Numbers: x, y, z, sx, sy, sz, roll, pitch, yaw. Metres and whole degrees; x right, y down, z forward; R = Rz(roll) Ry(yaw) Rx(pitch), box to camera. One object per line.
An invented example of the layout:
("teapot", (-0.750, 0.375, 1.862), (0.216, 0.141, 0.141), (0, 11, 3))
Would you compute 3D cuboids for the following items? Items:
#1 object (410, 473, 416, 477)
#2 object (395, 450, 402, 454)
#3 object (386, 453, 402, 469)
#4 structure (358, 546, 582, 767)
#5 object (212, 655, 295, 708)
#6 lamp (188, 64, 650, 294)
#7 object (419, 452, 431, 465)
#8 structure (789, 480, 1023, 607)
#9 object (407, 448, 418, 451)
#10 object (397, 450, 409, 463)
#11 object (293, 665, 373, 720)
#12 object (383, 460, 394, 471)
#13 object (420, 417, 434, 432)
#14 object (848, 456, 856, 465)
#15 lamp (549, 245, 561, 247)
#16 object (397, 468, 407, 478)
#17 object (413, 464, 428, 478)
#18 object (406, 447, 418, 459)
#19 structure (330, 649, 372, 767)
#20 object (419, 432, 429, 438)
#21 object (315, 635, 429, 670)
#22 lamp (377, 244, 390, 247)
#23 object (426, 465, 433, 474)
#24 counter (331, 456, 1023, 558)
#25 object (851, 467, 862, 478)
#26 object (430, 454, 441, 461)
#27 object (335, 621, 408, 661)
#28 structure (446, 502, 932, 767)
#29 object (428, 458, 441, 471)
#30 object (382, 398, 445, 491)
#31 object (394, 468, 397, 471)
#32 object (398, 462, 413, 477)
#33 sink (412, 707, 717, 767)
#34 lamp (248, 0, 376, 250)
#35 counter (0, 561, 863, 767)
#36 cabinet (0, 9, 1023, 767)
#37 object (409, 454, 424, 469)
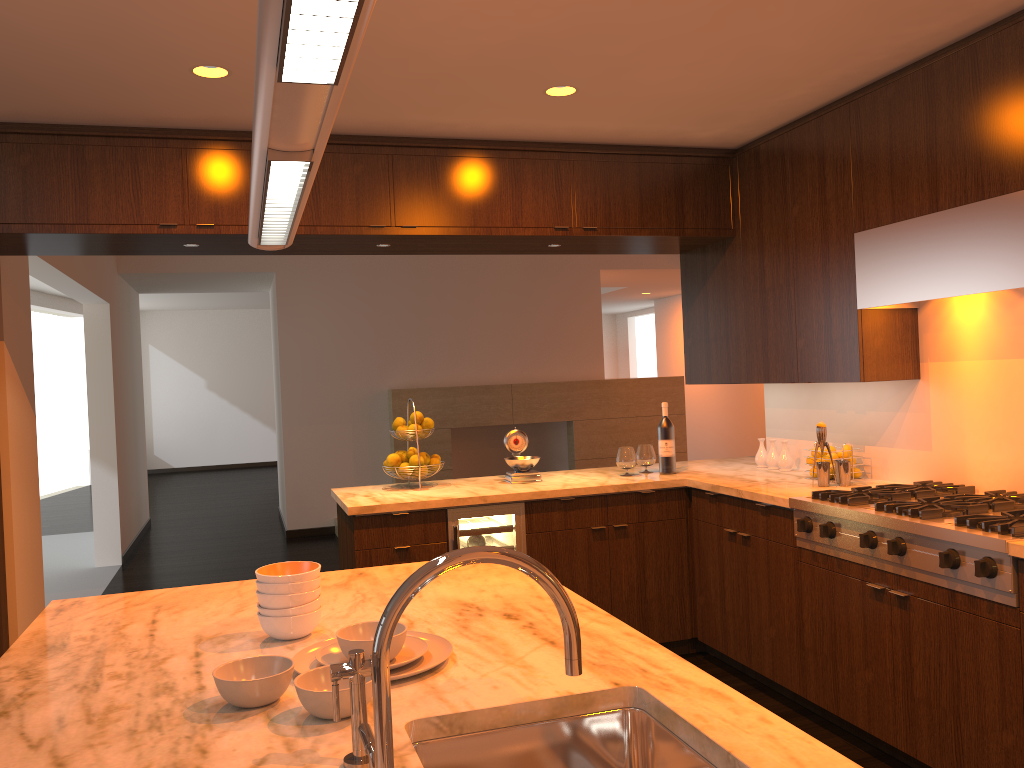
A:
("object", (-0.498, 0.459, 4.584), (0.062, 0.062, 0.062), (-2, 0, 27))
("object", (-0.579, 0.379, 4.600), (0.067, 0.071, 0.069), (-2, 0, 19))
("object", (-0.594, 0.389, 4.476), (0.079, 0.077, 0.068), (-3, 0, -41))
("structure", (-0.115, 0.367, 1.012), (0.321, 0.341, 0.310), (-2, 0, 21))
("object", (-0.445, 0.520, 1.535), (0.138, 0.059, 0.139), (-3, 0, 9))
("lamp", (0.083, -1.284, 9.090), (5.868, 0.171, 16.431), (-3, 0, -17))
("object", (-0.456, 0.385, 4.558), (0.070, 0.072, 0.071), (-2, 0, 37))
("structure", (1.648, 0.432, 3.195), (0.824, 0.422, 1.067), (-3, 0, -17))
("object", (-0.510, 0.352, 4.578), (0.063, 0.059, 0.061), (-2, 0, 16))
("object", (-0.552, 0.377, 4.529), (0.077, 0.075, 0.077), (-3, 0, -43))
("object", (-0.289, 0.513, 1.466), (0.138, 0.059, 0.139), (-3, 0, 9))
("object", (-0.623, 0.411, 4.550), (0.077, 0.077, 0.077), (-3, 0, -5))
("object", (-0.434, 0.208, 4.543), (0.071, 0.074, 0.070), (-3, 0, 4))
("object", (1.579, 0.364, 4.142), (0.061, 0.054, 0.053), (-3, 0, -28))
("lamp", (0.221, -0.720, 4.609), (0.068, 0.004, 0.068), (-3, 0, -36))
("object", (-0.561, 0.451, 4.552), (0.063, 0.069, 0.070), (-2, 0, 35))
("object", (-0.466, 0.442, 4.520), (0.078, 0.075, 0.078), (-3, 0, -39))
("object", (-0.507, 0.351, 4.499), (0.060, 0.063, 0.062), (-3, 0, -9))
("structure", (-0.221, 0.460, 1.259), (0.067, 0.161, 0.050), (-3, 0, -17))
("object", (-0.466, 0.245, 4.589), (0.071, 0.072, 0.071), (-2, 0, 14))
("object", (-0.268, 0.526, 1.714), (0.216, 0.025, 0.217), (-3, 0, 0))
("lamp", (-0.630, -0.680, 4.349), (0.068, 0.004, 0.068), (-3, 0, -36))
("object", (-0.443, 0.437, 4.638), (0.072, 0.066, 0.071), (-3, 0, -38))
("counter", (1.093, 0.488, 3.424), (3.187, 0.038, 3.616), (-3, 0, -17))
("object", (1.593, 0.413, 4.120), (0.062, 0.052, 0.053), (-3, 0, -35))
("object", (-0.401, 0.395, 4.639), (0.055, 0.057, 0.056), (-2, 0, 29))
("object", (-0.269, 0.505, 1.714), (0.138, 0.059, 0.139), (-3, 0, 9))
("structure", (1.177, 0.949, 3.439), (3.060, 0.862, 3.400), (-3, 0, -17))
("object", (-0.401, 0.416, 4.584), (0.073, 0.072, 0.071), (-2, 0, 27))
("object", (-0.512, 0.304, 4.576), (0.324, 0.461, 0.324), (-2, 0, 32))
("object", (-0.614, 0.419, 4.631), (0.065, 0.069, 0.068), (-3, 0, -40))
("object", (-0.539, 0.434, 4.483), (0.078, 0.076, 0.078), (-3, 0, -30))
("sink", (0.137, 0.652, 1.111), (0.457, 0.176, 0.813), (-3, 0, -17))
("lamp", (-0.324, -0.750, 1.272), (0.120, 0.765, 2.465), (-3, 0, -17))
("counter", (-0.225, 0.560, 1.265), (1.280, 0.038, 2.711), (-3, 0, -17))
("cabinet", (0.222, -0.069, 2.153), (7.728, 2.997, 5.521), (-3, 0, -17))
("object", (-0.480, 0.391, 4.458), (0.077, 0.074, 0.078), (-3, 0, -2))
